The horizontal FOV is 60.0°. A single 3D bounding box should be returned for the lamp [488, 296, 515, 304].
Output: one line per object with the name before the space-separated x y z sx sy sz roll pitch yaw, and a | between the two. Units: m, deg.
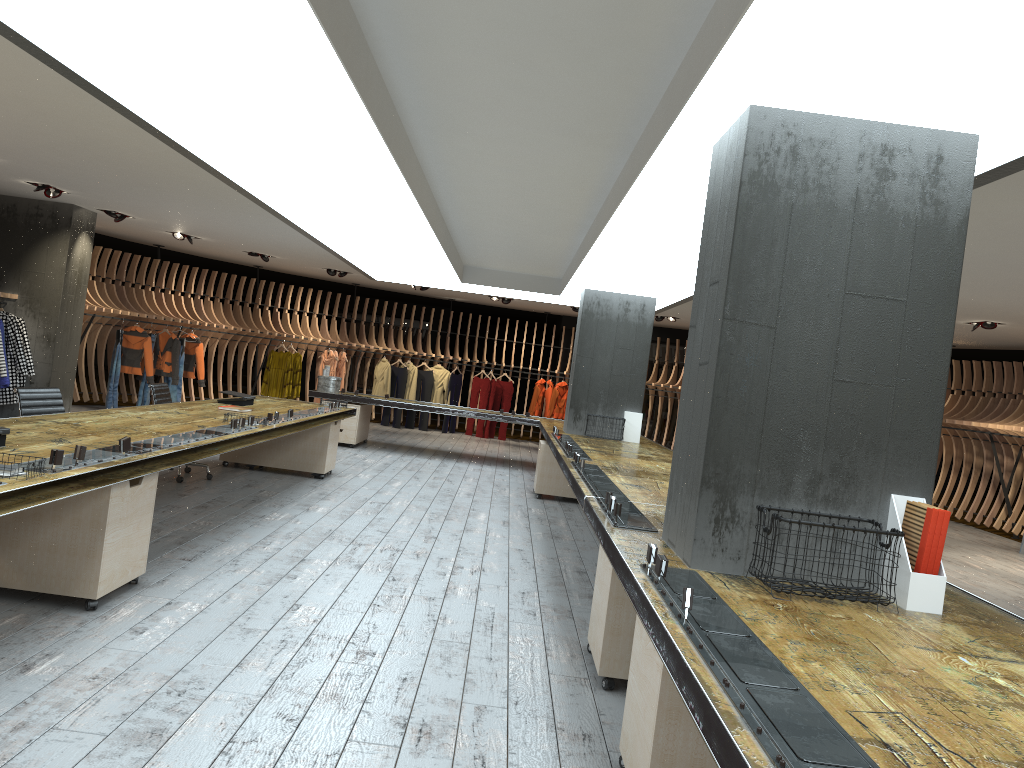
lamp | -0.204 -1.677 16.926 0.492 0.296 0.269 7 0 -7

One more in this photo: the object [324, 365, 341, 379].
object | -2.671 -0.164 13.191 0.262 0.204 0.088 7 0 -2

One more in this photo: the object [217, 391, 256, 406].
object | -2.640 0.138 8.510 0.261 0.111 0.373 7 1 0

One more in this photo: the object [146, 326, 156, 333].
object | -5.804 -0.879 14.270 0.023 0.243 0.549 8 1 -4

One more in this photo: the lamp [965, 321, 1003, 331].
lamp | 5.915 -0.797 11.103 0.269 0.291 0.493 7 0 -5

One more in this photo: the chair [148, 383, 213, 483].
chair | -3.132 0.453 8.407 0.667 0.859 0.694 7 0 -14

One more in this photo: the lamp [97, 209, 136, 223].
lamp | -5.163 -2.261 11.575 0.269 0.292 0.492 8 0 6

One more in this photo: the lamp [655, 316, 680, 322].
lamp | 2.842 -1.270 16.327 0.493 0.292 0.269 8 0 32

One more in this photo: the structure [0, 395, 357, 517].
structure | -2.399 0.602 5.022 1.162 0.844 10.452 7 1 0

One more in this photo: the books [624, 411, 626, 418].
books | 1.463 0.528 10.805 0.215 0.368 0.075 7 0 0

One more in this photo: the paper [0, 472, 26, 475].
paper | -1.999 0.338 3.437 0.176 0.004 0.130 8 1 6

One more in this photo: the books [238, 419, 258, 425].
books | -1.997 0.284 6.653 0.155 0.025 0.110 7 1 -5

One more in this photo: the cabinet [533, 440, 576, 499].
cabinet | 0.855 1.066 10.424 1.131 0.630 0.593 7 0 0

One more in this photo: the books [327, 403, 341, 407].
books | -2.012 0.237 10.032 0.155 0.025 0.110 7 1 -5

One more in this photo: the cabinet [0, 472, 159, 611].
cabinet | -2.513 0.701 4.527 1.131 0.630 0.593 7 0 0

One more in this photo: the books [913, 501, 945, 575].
books | 1.503 0.629 3.280 0.048 0.368 0.215 7 0 0

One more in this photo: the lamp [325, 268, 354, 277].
lamp | -3.085 -2.040 15.723 0.492 0.297 0.269 7 0 -40

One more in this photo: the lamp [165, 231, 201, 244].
lamp | -4.851 -2.239 13.129 0.269 0.296 0.492 8 0 19

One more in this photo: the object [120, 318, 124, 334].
object | -6.022 -0.900 13.705 0.023 0.243 0.549 8 1 -19

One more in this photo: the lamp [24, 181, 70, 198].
lamp | -5.219 -2.248 9.983 0.269 0.292 0.493 7 0 0

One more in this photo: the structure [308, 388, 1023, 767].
structure | -0.578 0.844 4.810 4.836 0.844 18.476 7 1 0

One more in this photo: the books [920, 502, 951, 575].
books | 1.525 0.632 3.280 0.048 0.368 0.215 7 0 0

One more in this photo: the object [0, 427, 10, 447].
object | -2.464 0.233 3.942 0.262 0.088 0.373 7 1 0

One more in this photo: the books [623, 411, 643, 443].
books | 1.463 0.529 10.777 0.215 0.368 0.073 7 0 0

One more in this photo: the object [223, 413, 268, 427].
object | -1.999 0.272 6.656 0.302 0.071 0.209 7 1 -5

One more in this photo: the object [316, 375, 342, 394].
object | -2.732 0.008 13.245 0.303 0.239 0.498 8 1 0

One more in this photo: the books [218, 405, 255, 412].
books | -2.429 0.217 7.830 0.213 0.026 0.366 8 1 0

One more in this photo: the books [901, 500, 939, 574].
books | 1.482 0.626 3.280 0.048 0.368 0.215 7 0 0

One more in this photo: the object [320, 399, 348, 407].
object | -2.014 0.227 10.034 0.302 0.074 0.217 7 1 -6

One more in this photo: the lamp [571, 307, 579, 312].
lamp | 1.363 -1.469 16.877 0.493 0.298 0.269 8 0 9

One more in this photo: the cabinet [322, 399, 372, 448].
cabinet | -2.533 0.581 13.435 0.593 0.630 1.131 7 1 0

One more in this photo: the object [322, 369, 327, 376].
object | -2.774 -0.170 13.105 0.062 0.109 0.062 7 0 -34

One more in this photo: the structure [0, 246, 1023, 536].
structure | 0.195 0.127 0.745 14.882 2.440 36.556 7 1 0

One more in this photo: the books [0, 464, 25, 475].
books | -1.991 0.327 3.434 0.155 0.025 0.110 7 1 -5

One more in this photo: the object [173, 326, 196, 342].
object | -5.545 -0.852 14.804 0.549 0.243 0.023 7 0 -24

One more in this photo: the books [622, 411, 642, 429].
books | 1.463 0.528 10.847 0.215 0.368 0.047 7 0 0

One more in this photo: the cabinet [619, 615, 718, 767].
cabinet | 0.994 1.183 3.015 1.131 0.630 0.593 7 0 0

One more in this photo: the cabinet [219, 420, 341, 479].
cabinet | -2.527 0.630 9.733 1.131 0.630 0.593 7 0 0

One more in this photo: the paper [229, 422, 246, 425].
paper | -2.018 0.297 6.652 0.176 0.003 0.130 7 1 -2

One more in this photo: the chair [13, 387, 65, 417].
chair | -3.117 0.484 6.196 0.667 0.859 0.693 7 0 -4

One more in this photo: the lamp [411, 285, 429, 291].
lamp | -1.723 -1.878 16.524 0.492 0.284 0.269 7 0 -20

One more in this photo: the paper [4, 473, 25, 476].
paper | -1.999 0.339 3.437 0.176 0.004 0.130 8 1 7

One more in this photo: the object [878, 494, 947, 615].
object | 1.490 0.621 3.273 0.129 0.383 0.239 7 0 0

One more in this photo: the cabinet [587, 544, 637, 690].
cabinet | 0.991 1.164 4.368 1.131 0.630 0.593 7 0 0

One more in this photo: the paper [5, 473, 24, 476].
paper | -1.999 0.338 3.437 0.176 0.004 0.130 8 1 5

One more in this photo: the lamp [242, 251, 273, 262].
lamp | -4.140 -2.165 14.544 0.269 0.293 0.492 8 0 32

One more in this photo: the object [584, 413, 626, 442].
object | 1.114 0.526 10.619 0.459 0.289 0.329 8 0 3

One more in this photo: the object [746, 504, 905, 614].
object | 1.131 0.626 3.216 0.459 0.289 0.329 7 0 -2

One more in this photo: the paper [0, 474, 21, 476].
paper | -1.999 0.340 3.437 0.176 0.004 0.130 8 1 9
